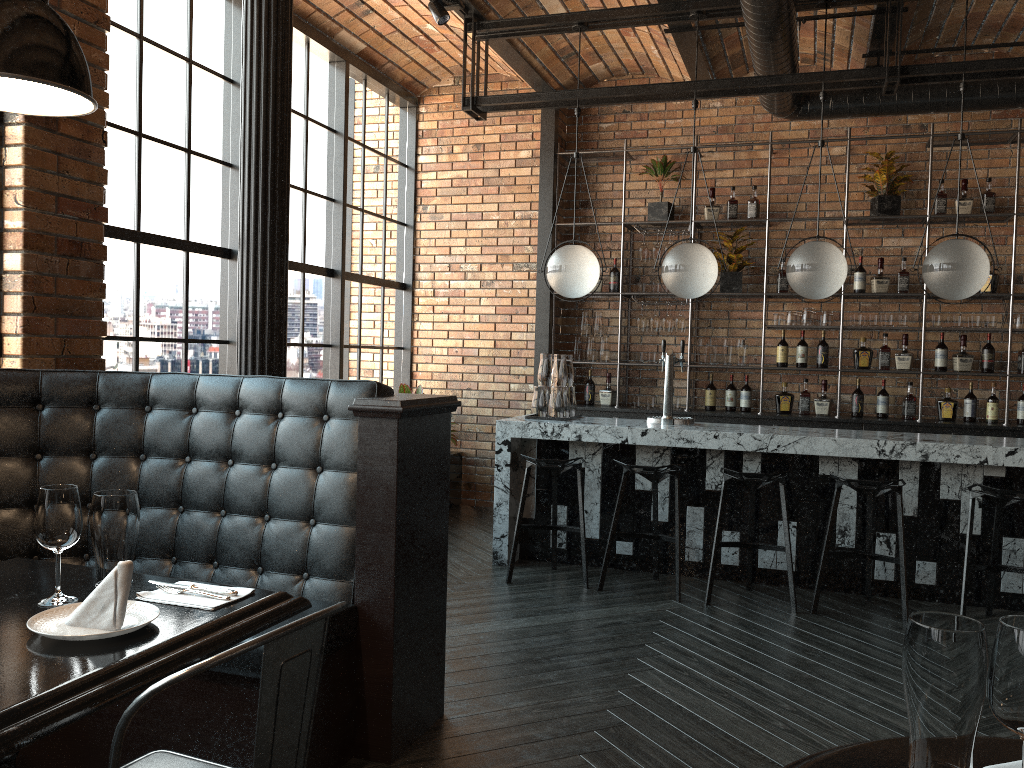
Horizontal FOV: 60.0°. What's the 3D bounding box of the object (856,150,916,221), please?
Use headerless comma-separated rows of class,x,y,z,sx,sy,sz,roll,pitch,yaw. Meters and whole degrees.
object,2.826,-1.511,6.733,0.425,0.526,0.430,2,2,21

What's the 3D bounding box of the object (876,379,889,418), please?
object,2.822,0.111,6.742,0.086,0.298,0.086,1,2,-22

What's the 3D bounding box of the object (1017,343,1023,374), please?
object,3.721,-0.210,6.423,0.083,0.282,0.083,2,2,4

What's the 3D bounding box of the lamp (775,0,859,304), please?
lamp,1.796,-1.347,5.153,0.340,1.754,0.340,1,2,-25

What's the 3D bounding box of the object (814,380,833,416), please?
object,2.412,0.107,6.858,0.123,0.279,0.123,3,2,32

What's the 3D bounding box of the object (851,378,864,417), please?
object,2.640,0.105,6.769,0.086,0.297,0.086,0,2,-37

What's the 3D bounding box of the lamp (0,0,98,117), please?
lamp,-0.947,-1.384,1.704,0.291,1.653,0.291,1,2,-26

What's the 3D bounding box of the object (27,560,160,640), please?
object,-0.804,0.406,1.711,0.232,0.139,0.232,2,2,16

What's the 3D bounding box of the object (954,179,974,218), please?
object,3.329,-1.367,6.529,0.123,0.279,0.123,2,2,22

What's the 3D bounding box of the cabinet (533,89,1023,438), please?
cabinet,1.839,-0.703,7.005,7.075,3.779,0.564,2,2,19

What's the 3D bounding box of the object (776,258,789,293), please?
object,2.121,-0.842,6.948,0.083,0.282,0.083,2,2,4

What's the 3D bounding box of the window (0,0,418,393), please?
window,-3.522,-0.670,0.114,0.168,3.253,16.179,2,2,19

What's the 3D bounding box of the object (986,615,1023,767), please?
object,0.616,0.407,1.057,0.092,0.244,0.092,2,2,18

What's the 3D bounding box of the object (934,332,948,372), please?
object,3.200,-0.238,6.606,0.086,0.298,0.086,1,2,-22

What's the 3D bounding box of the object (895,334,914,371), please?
object,2.953,-0.236,6.667,0.123,0.279,0.123,3,2,32

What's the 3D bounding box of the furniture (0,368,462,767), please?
furniture,-2.004,0.615,0.935,1.979,1.212,5.451,2,2,19

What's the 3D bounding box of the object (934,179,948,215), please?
object,3.181,-1.375,6.578,0.083,0.282,0.083,2,2,19

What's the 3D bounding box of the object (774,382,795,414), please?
object,2.139,0.111,6.964,0.151,0.248,0.094,2,2,8

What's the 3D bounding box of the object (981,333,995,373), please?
object,3.493,-0.227,6.503,0.086,0.299,0.086,1,2,-23

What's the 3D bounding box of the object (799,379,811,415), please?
object,2.286,0.099,6.915,0.083,0.282,0.083,2,2,19

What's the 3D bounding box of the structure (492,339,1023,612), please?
structure,2.737,0.483,5.528,5.346,1.430,1.930,2,2,19

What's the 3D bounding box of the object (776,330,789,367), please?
object,2.127,-0.278,6.966,0.086,0.299,0.086,1,2,-22

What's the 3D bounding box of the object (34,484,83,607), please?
object,-0.956,0.338,1.868,0.092,0.244,0.092,1,2,-21

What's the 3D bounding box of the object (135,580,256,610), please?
object,-0.713,0.455,1.953,0.255,0.019,0.157,2,2,19

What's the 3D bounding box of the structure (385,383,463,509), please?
structure,-1.248,0.547,5.768,0.757,1.072,4.107,2,2,18

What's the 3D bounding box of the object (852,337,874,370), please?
object,2.680,-0.232,6.773,0.151,0.248,0.094,2,2,8

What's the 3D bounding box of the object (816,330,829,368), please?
object,2.408,-0.268,6.868,0.086,0.297,0.086,1,2,-22

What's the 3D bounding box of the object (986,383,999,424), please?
object,3.523,0.139,6.497,0.080,0.299,0.080,2,2,21

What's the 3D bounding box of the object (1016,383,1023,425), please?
object,3.719,0.145,6.440,0.086,0.298,0.086,1,2,-22

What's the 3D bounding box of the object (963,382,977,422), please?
object,3.390,0.133,6.557,0.086,0.298,0.086,1,2,-22

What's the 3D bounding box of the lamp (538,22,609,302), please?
lamp,0.408,-1.400,5.621,0.340,1.754,0.340,1,2,-25

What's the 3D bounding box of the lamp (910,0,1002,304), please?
lamp,2.490,-1.321,4.919,0.340,1.754,0.340,1,2,-25

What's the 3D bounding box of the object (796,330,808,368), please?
object,2.274,-0.275,6.943,0.086,0.298,0.086,1,2,-23

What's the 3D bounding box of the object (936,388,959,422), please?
object,3.239,0.153,6.594,0.151,0.248,0.094,3,2,28

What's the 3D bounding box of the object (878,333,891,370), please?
object,2.827,-0.244,6.724,0.083,0.282,0.083,2,2,19

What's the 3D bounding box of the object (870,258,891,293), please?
object,2.787,-0.814,6.710,0.123,0.279,0.123,2,2,7

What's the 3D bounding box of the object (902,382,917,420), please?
object,2.992,0.126,6.677,0.083,0.282,0.083,2,2,4

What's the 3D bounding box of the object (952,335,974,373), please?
object,3.327,-0.222,6.541,0.123,0.279,0.123,2,2,7

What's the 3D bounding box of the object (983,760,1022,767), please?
object,0.739,0.521,1.162,0.255,0.019,0.157,1,2,-21

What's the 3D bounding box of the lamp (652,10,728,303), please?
lamp,1.102,-1.373,5.387,0.340,1.754,0.340,1,2,-25

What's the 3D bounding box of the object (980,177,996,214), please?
object,3.478,-1.363,6.478,0.083,0.282,0.083,2,2,4
